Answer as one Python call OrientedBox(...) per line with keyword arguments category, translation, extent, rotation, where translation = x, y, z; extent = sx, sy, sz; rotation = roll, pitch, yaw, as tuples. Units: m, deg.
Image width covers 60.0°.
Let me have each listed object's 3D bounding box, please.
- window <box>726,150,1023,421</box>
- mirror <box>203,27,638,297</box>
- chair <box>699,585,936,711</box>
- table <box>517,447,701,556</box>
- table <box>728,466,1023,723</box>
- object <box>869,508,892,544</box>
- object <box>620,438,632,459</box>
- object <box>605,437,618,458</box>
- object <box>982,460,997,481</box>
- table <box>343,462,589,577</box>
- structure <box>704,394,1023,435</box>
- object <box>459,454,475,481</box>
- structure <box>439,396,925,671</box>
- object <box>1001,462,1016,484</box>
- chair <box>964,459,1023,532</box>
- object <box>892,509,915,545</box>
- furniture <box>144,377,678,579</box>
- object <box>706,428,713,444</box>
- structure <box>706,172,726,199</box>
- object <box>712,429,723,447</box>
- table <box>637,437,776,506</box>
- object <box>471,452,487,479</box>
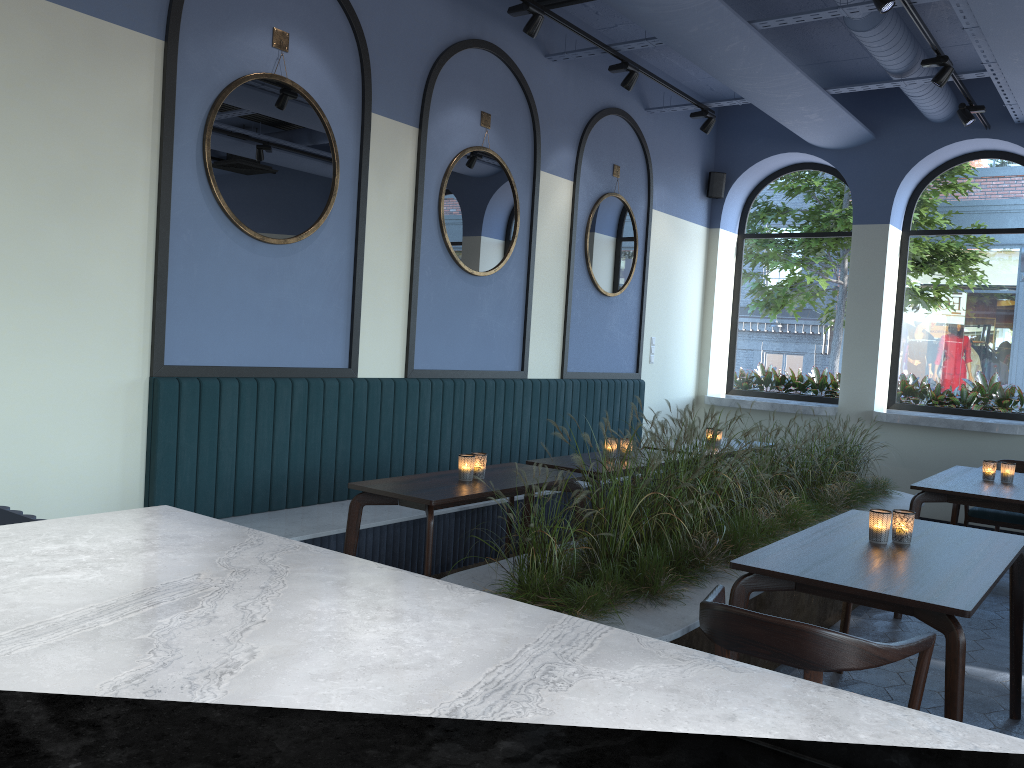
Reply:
OrientedBox(category="window", translation=(4.682, -0.594, 2.379), extent=(3.897, 2.394, 14.212), rotation=(3, 3, -3))
OrientedBox(category="mirror", translation=(-0.179, -1.271, 5.977), extent=(0.026, 1.089, 4.357), rotation=(6, 3, 36))
OrientedBox(category="chair", translation=(0.741, 0.957, 2.387), extent=(0.618, 0.793, 0.525), rotation=(6, 3, 35))
OrientedBox(category="table", translation=(0.626, 0.824, 5.365), extent=(0.548, 0.755, 1.332), rotation=(6, 3, 36))
OrientedBox(category="table", translation=(2.192, 1.118, 1.285), extent=(3.997, 0.755, 9.778), rotation=(5, 3, 20))
OrientedBox(category="object", translation=(1.370, 0.531, 3.306), extent=(0.078, 0.120, 0.078), rotation=(5, 3, 19))
OrientedBox(category="object", translation=(0.690, 0.390, 5.363), extent=(0.078, 0.120, 0.078), rotation=(5, 3, 19))
OrientedBox(category="object", translation=(0.595, 0.385, 5.343), extent=(0.078, 0.120, 0.078), rotation=(5, 3, 19))
OrientedBox(category="object", translation=(2.899, 0.527, 5.386), extent=(0.078, 0.120, 0.078), rotation=(2, 3, -37))
OrientedBox(category="table", translation=(-0.183, 0.827, 4.249), extent=(0.548, 0.755, 1.285), rotation=(6, 3, 36))
OrientedBox(category="structure", translation=(4.387, 0.617, 2.407), extent=(4.315, 0.080, 14.155), rotation=(3, 3, -3))
OrientedBox(category="object", translation=(-0.214, 0.392, 4.153), extent=(0.078, 0.120, 0.078), rotation=(2, 3, -37))
OrientedBox(category="structure", translation=(1.318, 0.663, 4.896), extent=(1.143, 1.207, 4.878), rotation=(6, 3, 37))
OrientedBox(category="object", translation=(2.980, 0.534, 5.333), extent=(0.078, 0.120, 0.078), rotation=(2, 3, -37))
OrientedBox(category="chair", translation=(3.484, 0.947, 6.171), extent=(0.618, 0.793, 0.525), rotation=(6, 3, 35))
OrientedBox(category="object", translation=(1.465, 0.536, 3.326), extent=(0.078, 0.120, 0.078), rotation=(5, 3, 19))
OrientedBox(category="furniture", translation=(1.591, 0.718, 4.698), extent=(4.703, 1.150, 4.800), rotation=(6, 3, 36))
OrientedBox(category="object", translation=(1.459, 0.383, 6.504), extent=(0.078, 0.120, 0.078), rotation=(5, 3, 19))
OrientedBox(category="structure", translation=(1.226, -1.708, 2.250), extent=(7.261, 0.268, 13.143), rotation=(5, 3, 19))
OrientedBox(category="object", translation=(1.479, 0.389, 6.409), extent=(0.078, 0.120, 0.078), rotation=(5, 3, 19))
OrientedBox(category="table", translation=(1.447, 0.821, 6.498), extent=(0.548, 0.755, 1.332), rotation=(6, 3, 36))
OrientedBox(category="object", translation=(-0.161, 0.391, 4.235), extent=(0.078, 0.120, 0.078), rotation=(2, 3, -37))
